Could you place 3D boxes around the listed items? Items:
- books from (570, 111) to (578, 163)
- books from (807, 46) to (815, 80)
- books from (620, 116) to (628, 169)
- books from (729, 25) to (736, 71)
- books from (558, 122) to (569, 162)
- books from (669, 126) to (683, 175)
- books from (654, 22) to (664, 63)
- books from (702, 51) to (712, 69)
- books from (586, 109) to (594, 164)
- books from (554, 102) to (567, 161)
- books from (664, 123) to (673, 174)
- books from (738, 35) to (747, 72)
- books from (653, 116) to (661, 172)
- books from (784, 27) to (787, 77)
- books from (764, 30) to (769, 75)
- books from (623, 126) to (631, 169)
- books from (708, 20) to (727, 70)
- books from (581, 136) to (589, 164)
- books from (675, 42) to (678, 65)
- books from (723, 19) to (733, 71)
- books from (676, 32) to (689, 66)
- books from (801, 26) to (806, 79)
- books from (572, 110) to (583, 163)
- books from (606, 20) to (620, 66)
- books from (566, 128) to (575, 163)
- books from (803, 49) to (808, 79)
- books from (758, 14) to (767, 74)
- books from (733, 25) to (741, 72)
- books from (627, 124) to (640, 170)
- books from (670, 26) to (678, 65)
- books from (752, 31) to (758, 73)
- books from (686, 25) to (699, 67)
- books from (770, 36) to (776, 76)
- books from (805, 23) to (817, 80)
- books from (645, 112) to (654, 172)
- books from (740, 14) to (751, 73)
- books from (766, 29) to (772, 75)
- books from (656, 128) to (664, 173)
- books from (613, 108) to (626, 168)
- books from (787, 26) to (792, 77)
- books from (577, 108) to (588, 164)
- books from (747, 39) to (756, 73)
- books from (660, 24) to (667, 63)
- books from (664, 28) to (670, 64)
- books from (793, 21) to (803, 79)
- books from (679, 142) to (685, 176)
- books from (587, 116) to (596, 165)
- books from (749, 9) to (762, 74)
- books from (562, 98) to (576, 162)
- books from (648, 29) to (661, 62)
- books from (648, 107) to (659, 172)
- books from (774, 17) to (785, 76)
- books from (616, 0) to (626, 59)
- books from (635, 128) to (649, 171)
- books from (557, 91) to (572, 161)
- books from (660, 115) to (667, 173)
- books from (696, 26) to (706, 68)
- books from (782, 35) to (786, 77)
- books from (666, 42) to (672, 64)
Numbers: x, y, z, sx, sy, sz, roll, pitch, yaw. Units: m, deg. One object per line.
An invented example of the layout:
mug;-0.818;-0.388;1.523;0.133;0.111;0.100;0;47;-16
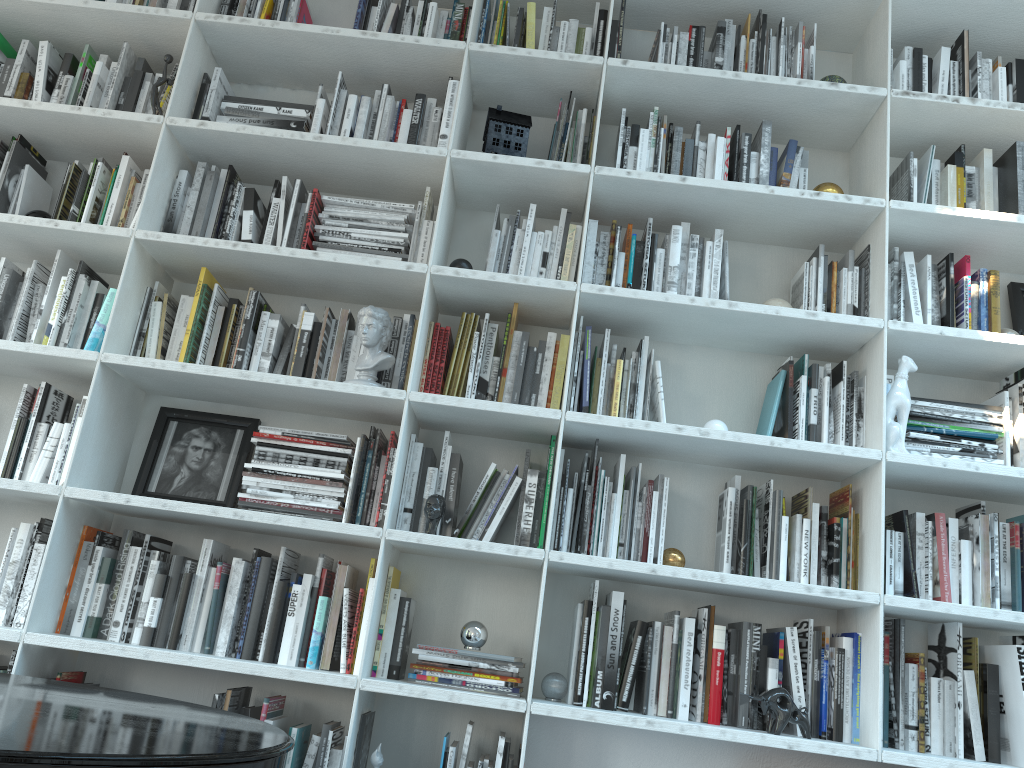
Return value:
books;0.187;-0.698;2.777;0.005;0.254;0.159;7;-16;2
books;0.931;-0.936;2.845;0.014;0.208;0.188;7;-16;2
books;0.340;-0.684;2.795;0.011;0.279;0.134;7;-16;2
books;0.696;-1.000;2.889;0.017;0.294;0.139;7;-16;2
books;0.152;-0.681;2.785;0.024;0.216;0.169;7;-16;2
books;0.497;-0.652;2.762;0.027;0.240;0.160;7;-16;2
books;0.465;-1.011;2.869;0.009;0.243;0.173;7;-16;2
books;0.614;-0.958;2.883;0.031;0.190;0.133;7;-16;2
books;0.235;-0.704;2.800;0.005;0.291;0.131;7;-16;2
books;0.142;-0.713;2.778;0.022;0.271;0.182;7;-16;2
books;0.480;-0.664;2.791;0.012;0.275;0.133;7;-16;2
books;0.722;-0.973;2.856;0.018;0.230;0.160;7;-16;2
books;0.438;-0.672;2.770;0.010;0.268;0.166;7;-16;2
books;0.868;-0.984;2.873;0.019;0.298;0.137;7;-16;2
books;0.800;-0.983;2.874;0.012;0.279;0.144;7;-16;2
books;0.349;-0.665;2.783;0.012;0.239;0.139;7;-16;2
books;0.648;-0.999;2.852;0.028;0.257;0.185;7;-16;2
books;0.219;-0.659;2.799;0.015;0.200;0.130;7;-16;2
books;0.515;-0.979;2.885;0.009;0.205;0.146;7;-16;2
books;0.676;-1.005;2.878;0.024;0.291;0.168;7;-16;2
books;0.536;-0.991;2.873;0.028;0.225;0.164;7;-16;2
books;0.907;-0.974;2.852;0.008;0.277;0.181;7;-16;2
books;0.198;-0.705;2.808;0.013;0.288;0.132;7;-16;2
books;0.315;-1.023;2.871;0.033;0.229;0.176;7;-16;2
books;0.175;-0.676;2.781;0.013;0.210;0.140;7;-16;2
books;0.916;-0.938;2.855;0.018;0.214;0.158;7;-16;2
books;0.781;-1.002;2.851;0.015;0.298;0.184;7;-16;2
books;0.713;-0.995;2.882;0.007;0.284;0.160;7;-16;2
books;0.368;-0.666;2.777;0.026;0.242;0.148;7;-16;2
books;0.506;-1.000;2.862;0.013;0.229;0.174;7;-16;2
books;0.760;-0.977;2.862;0.008;0.250;0.170;7;-16;2
books;0.567;-1.001;2.875;0.030;0.254;0.161;7;-16;2
books;0.824;-0.968;2.865;0.024;0.251;0.150;7;-16;2
books;0.948;-0.981;2.859;0.006;0.305;0.164;7;-16;2
books;0.414;-0.680;2.780;0.011;0.282;0.173;7;-16;2
books;0.739;-1.009;2.872;0.006;0.311;0.179;7;-16;2
books;0.809;-0.980;2.869;0.008;0.274;0.163;7;-16;2
books;0.447;-0.652;2.774;0.012;0.235;0.166;7;-16;2
books;0.329;-0.693;2.777;0.012;0.284;0.160;7;-16;2
books;0.883;-0.988;2.892;0.008;0.320;0.134;7;-16;2
books;0.208;-0.697;2.762;0.013;0.247;0.187;7;-16;2
books;0.744;-0.959;2.841;0.018;0.200;0.189;7;-16;2
books;0.474;-1.007;2.878;0.011;0.243;0.173;7;-16;2
books;0.486;-1.008;2.887;0.012;0.254;0.134;7;-16;2
books;0.898;-0.982;2.861;0.013;0.296;0.189;7;-16;2
books;0.516;-0.631;2.776;0.014;0.214;0.132;7;-16;2
books;0.237;-0.676;2.756;0.008;0.213;0.224;7;-16;2
books;0.772;-1.013;2.872;0.007;0.328;0.184;7;-16;2
books;0.167;-0.719;2.774;0.021;0.287;0.179;7;-16;2
books;0.435;-0.998;2.859;0.046;0.206;0.184;7;-16;2
books;0.428;-0.691;2.777;0.014;0.306;0.153;7;-16;2
books;0.843;-0.994;2.864;0.008;0.306;0.183;7;-16;2
books;0.341;-1.059;2.873;0.019;0.303;0.176;7;-16;2
books;0.391;-0.651;2.754;0.026;0.207;0.181;7;-16;2
books;0.155;-0.739;2.802;0.025;0.338;0.143;7;-16;2
books;0.465;-0.677;2.788;0.021;0.295;0.139;7;-16;2
books;0.592;-0.998;2.877;0.021;0.255;0.169;7;-16;2
books;0.851;-0.968;2.863;0.014;0.258;0.150;7;-16;2
books;0.492;-0.976;2.868;0.009;0.183;0.160;7;-16;2
